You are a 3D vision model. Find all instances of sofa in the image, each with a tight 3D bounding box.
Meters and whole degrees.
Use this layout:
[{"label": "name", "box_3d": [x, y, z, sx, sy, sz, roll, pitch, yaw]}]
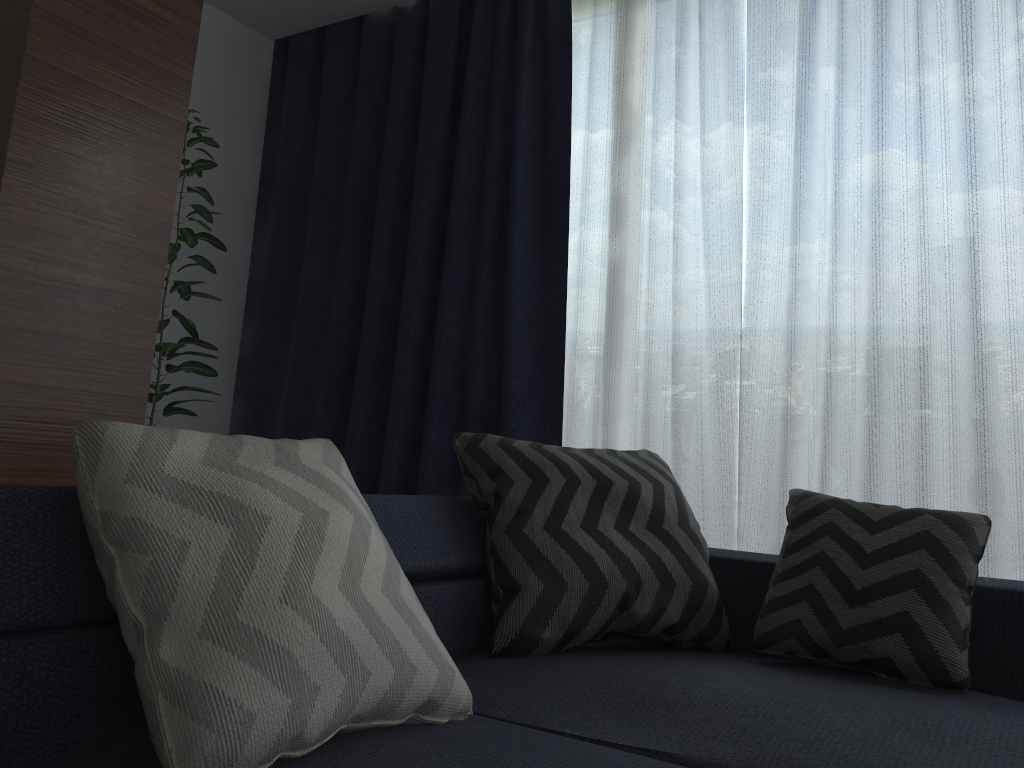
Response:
[{"label": "sofa", "box_3d": [0.184, 0.450, 0.716, 1.897, 0.617, 2.839, 0, -7, 32]}]

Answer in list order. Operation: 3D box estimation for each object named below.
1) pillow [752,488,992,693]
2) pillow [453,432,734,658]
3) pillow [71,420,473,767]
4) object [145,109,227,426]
[{"label": "pillow", "box_3d": [0.724, 0.397, 1.794, 0.414, 0.350, 0.283, -2, -10, 37]}, {"label": "pillow", "box_3d": [0.175, 0.386, 1.951, 0.595, 0.526, 0.352, 8, -10, -27]}, {"label": "pillow", "box_3d": [-0.311, 0.261, 1.182, 0.342, 0.394, 0.489, -1, -9, 32]}, {"label": "object", "box_3d": [-1.185, -0.053, 2.943, 0.503, 1.873, 0.476, 4, -10, 1]}]
